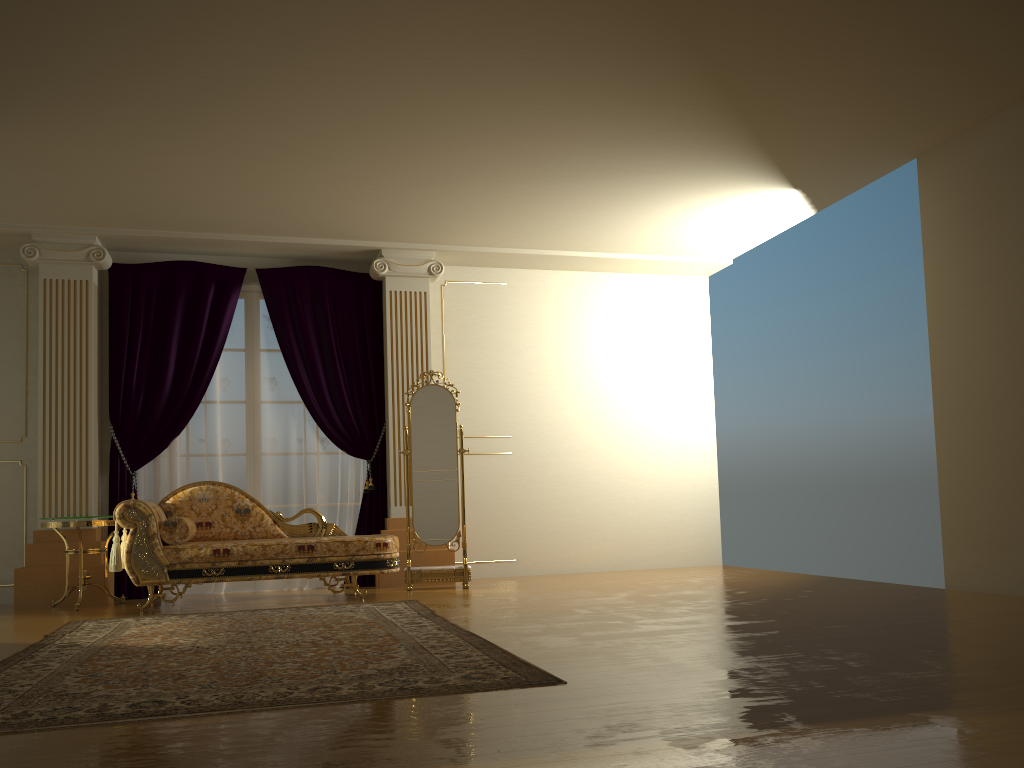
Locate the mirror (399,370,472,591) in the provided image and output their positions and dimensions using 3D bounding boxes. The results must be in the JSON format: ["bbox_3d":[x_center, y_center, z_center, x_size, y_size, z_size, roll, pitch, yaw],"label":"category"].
[{"bbox_3d":[-0.597,0.729,6.841,0.541,1.690,0.244,-1,-4,-6],"label":"mirror"}]

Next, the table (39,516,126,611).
[{"bbox_3d":[-3.004,1.256,6.228,0.573,0.639,0.573,-5,-7,29],"label":"table"}]

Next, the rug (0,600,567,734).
[{"bbox_3d":[-1.244,1.216,4.171,2.116,0.017,3.101,0,-8,-16],"label":"rug"}]

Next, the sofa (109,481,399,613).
[{"bbox_3d":[-1.737,1.089,6.178,1.893,0.866,0.698,0,-6,-16],"label":"sofa"}]

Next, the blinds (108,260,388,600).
[{"bbox_3d":[-2.091,0.349,7.148,2.235,2.638,0.341,0,-4,-15],"label":"blinds"}]
